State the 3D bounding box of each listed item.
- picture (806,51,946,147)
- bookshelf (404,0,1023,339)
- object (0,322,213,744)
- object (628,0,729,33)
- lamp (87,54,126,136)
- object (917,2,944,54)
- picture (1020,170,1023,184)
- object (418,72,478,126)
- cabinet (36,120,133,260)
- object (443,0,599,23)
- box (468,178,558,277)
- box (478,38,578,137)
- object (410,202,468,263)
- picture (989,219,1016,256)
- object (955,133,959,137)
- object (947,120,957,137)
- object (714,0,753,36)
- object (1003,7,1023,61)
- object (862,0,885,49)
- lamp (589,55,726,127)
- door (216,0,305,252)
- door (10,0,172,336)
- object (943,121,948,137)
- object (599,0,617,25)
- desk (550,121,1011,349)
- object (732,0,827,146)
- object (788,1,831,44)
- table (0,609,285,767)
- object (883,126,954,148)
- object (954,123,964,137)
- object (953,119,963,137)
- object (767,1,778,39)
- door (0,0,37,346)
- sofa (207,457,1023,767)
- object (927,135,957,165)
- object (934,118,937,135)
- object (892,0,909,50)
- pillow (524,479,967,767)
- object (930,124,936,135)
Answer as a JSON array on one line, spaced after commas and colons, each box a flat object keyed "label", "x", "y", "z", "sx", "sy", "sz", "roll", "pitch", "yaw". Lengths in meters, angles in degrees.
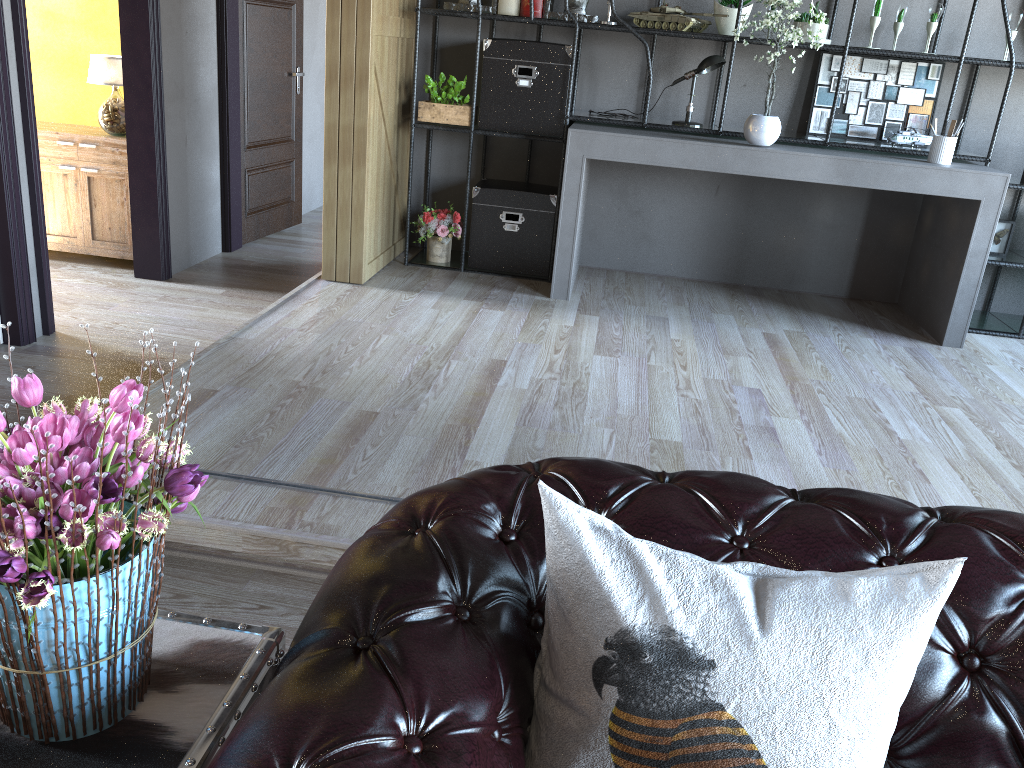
[{"label": "picture", "x": 2.010, "y": -1.579, "z": 4.916, "sx": 0.665, "sy": 0.445, "sz": 0.052, "roll": 7, "pitch": 20, "yaw": 5}, {"label": "bookshelf", "x": 1.754, "y": -2.001, "z": 4.603, "sx": 4.484, "sy": 3.267, "sz": 0.529, "roll": 7, "pitch": 20, "yaw": 5}, {"label": "object", "x": -0.547, "y": 0.180, "z": 1.074, "sx": 0.350, "sy": 0.482, "sz": 0.353, "roll": 20, "pitch": 25, "yaw": 34}, {"label": "object", "x": 0.897, "y": -1.967, "z": 4.727, "sx": 0.579, "sy": 0.169, "sz": 0.207, "roll": 22, "pitch": 26, "yaw": 38}, {"label": "lamp", "x": -2.307, "y": -1.380, "z": 5.217, "sx": 0.291, "sy": 1.040, "sz": 0.443, "roll": -2, "pitch": 21, "yaw": -20}, {"label": "object", "x": 2.134, "y": -1.810, "z": 4.515, "sx": 0.113, "sy": 0.245, "sz": 0.114, "roll": 14, "pitch": 22, "yaw": 23}, {"label": "picture", "x": 2.834, "y": -1.128, "z": 4.594, "sx": 0.313, "sy": 0.211, "sz": 0.049, "roll": 7, "pitch": 20, "yaw": 5}, {"label": "object", "x": -0.349, "y": -1.572, "z": 4.878, "sx": 0.304, "sy": 0.264, "sz": 0.181, "roll": 7, "pitch": 20, "yaw": 5}, {"label": "cabinet", "x": -2.808, "y": -1.176, "z": 5.357, "sx": 1.432, "sy": 0.746, "sz": 0.410, "roll": 8, "pitch": 20, "yaw": 5}, {"label": "object", "x": 0.075, "y": -2.211, "z": 4.755, "sx": 0.833, "sy": 0.464, "sz": 0.291, "roll": 7, "pitch": 20, "yaw": 5}, {"label": "box", "x": 0.021, "y": -0.931, "z": 5.220, "sx": 0.489, "sy": 0.478, "sz": 0.375, "roll": 7, "pitch": 20, "yaw": 5}, {"label": "box", "x": 0.091, "y": -1.662, "z": 4.952, "sx": 0.489, "sy": 0.478, "sz": 0.375, "roll": 7, "pitch": 20, "yaw": 5}, {"label": "object", "x": -0.444, "y": -0.903, "z": 5.202, "sx": 0.345, "sy": 0.360, "sz": 0.333, "roll": 9, "pitch": 21, "yaw": 9}, {"label": "picture", "x": 2.635, "y": -0.805, "z": 4.849, "sx": 0.172, "sy": 0.189, "sz": 0.036, "roll": 7, "pitch": 20, "yaw": 5}, {"label": "object", "x": 2.167, "y": -1.179, "z": 4.398, "sx": 0.068, "sy": 0.159, "sz": 0.009, "roll": 12, "pitch": 21, "yaw": 18}, {"label": "object", "x": 2.179, "y": -1.215, "z": 4.433, "sx": 0.037, "sy": 0.203, "sz": 0.023, "roll": -13, "pitch": 27, "yaw": -42}, {"label": "object", "x": 1.159, "y": -1.975, "z": 4.623, "sx": 0.194, "sy": 0.303, "sz": 0.137, "roll": 21, "pitch": 26, "yaw": 37}, {"label": "object", "x": 2.581, "y": -1.808, "z": 4.589, "sx": 0.113, "sy": 0.269, "sz": 0.114, "roll": 4, "pitch": 20, "yaw": -5}, {"label": "object", "x": 1.843, "y": -1.848, "z": 4.503, "sx": 0.113, "sy": 0.273, "sz": 0.114, "roll": 9, "pitch": 20, "yaw": 9}, {"label": "lamp", "x": 0.802, "y": -1.642, "z": 4.884, "sx": 0.741, "sy": 0.369, "sz": 0.205, "roll": 17, "pitch": 23, "yaw": 28}, {"label": "door", "x": -1.181, "y": -2.177, "z": 5.900, "sx": 1.150, "sy": 2.532, "sz": 1.133, "roll": 7, "pitch": 20, "yaw": 5}, {"label": "door", "x": -2.488, "y": -1.674, "z": 4.251, "sx": 1.098, "sy": 2.532, "sz": 1.155, "roll": 7, "pitch": 20, "yaw": 5}, {"label": "object", "x": 2.160, "y": -1.228, "z": 4.439, "sx": 0.009, "sy": 0.167, "sz": 0.062, "roll": 12, "pitch": 21, "yaw": 17}, {"label": "object", "x": 0.515, "y": -1.991, "z": 4.652, "sx": 0.093, "sy": 0.199, "sz": 0.093, "roll": 6, "pitch": 20, "yaw": 1}, {"label": "desk", "x": 1.348, "y": -0.872, "z": 4.876, "sx": 2.130, "sy": 0.881, "sz": 0.848, "roll": 7, "pitch": 21, "yaw": 5}, {"label": "object", "x": 1.286, "y": -1.586, "z": 4.266, "sx": 0.399, "sy": 0.848, "sz": 0.422, "roll": -10, "pitch": 25, "yaw": -35}, {"label": "object", "x": 1.558, "y": -1.885, "z": 4.617, "sx": 0.235, "sy": 0.212, "sz": 0.236, "roll": -10, "pitch": 26, "yaw": -36}, {"label": "table", "x": -0.587, "y": 0.682, "z": 1.257, "sx": 0.417, "sy": 0.606, "sz": 0.407, "roll": 7, "pitch": 20, "yaw": 5}, {"label": "object", "x": 2.172, "y": -1.336, "z": 4.787, "sx": 0.380, "sy": 0.111, "sz": 0.352, "roll": 21, "pitch": 26, "yaw": 36}, {"label": "object", "x": 2.190, "y": -1.213, "z": 4.399, "sx": 0.062, "sy": 0.168, "sz": 0.009, "roll": 7, "pitch": 20, "yaw": 5}, {"label": "object", "x": 2.193, "y": -1.225, "z": 4.409, "sx": 0.052, "sy": 0.185, "sz": 0.009, "roll": 8, "pitch": 20, "yaw": 7}, {"label": "object", "x": 1.401, "y": -1.996, "z": 4.783, "sx": 0.113, "sy": 0.272, "sz": 0.114, "roll": -5, "pitch": 23, "yaw": -26}, {"label": "door", "x": -2.211, "y": -1.214, "z": 3.116, "sx": 0.219, "sy": 2.528, "sz": 1.007, "roll": 7, "pitch": 20, "yaw": 5}, {"label": "sofa", "x": 0.908, "y": 0.771, "z": 1.076, "sx": 2.566, "sy": 0.834, "sz": 1.245, "roll": 7, "pitch": 21, "yaw": 5}, {"label": "object", "x": 2.142, "y": -1.165, "z": 4.419, "sx": 0.110, "sy": 0.136, "sz": 0.111, "roll": 11, "pitch": 21, "yaw": 15}, {"label": "object", "x": 2.116, "y": -1.221, "z": 4.433, "sx": 0.046, "sy": 0.202, "sz": 0.023, "roll": 23, "pitch": 26, "yaw": 39}, {"label": "object", "x": 2.076, "y": -1.938, "z": 4.759, "sx": 0.113, "sy": 0.300, "sz": 0.114, "roll": 14, "pitch": 22, "yaw": 23}, {"label": "pillow", "x": 0.264, "y": 0.386, "z": 1.105, "sx": 0.528, "sy": 0.467, "sz": 0.284, "roll": 9, "pitch": 20, "yaw": 8}, {"label": "object", "x": 2.127, "y": -1.206, "z": 4.421, "sx": 0.137, "sy": 0.189, "sz": 0.009, "roll": 9, "pitch": 20, "yaw": 8}]
